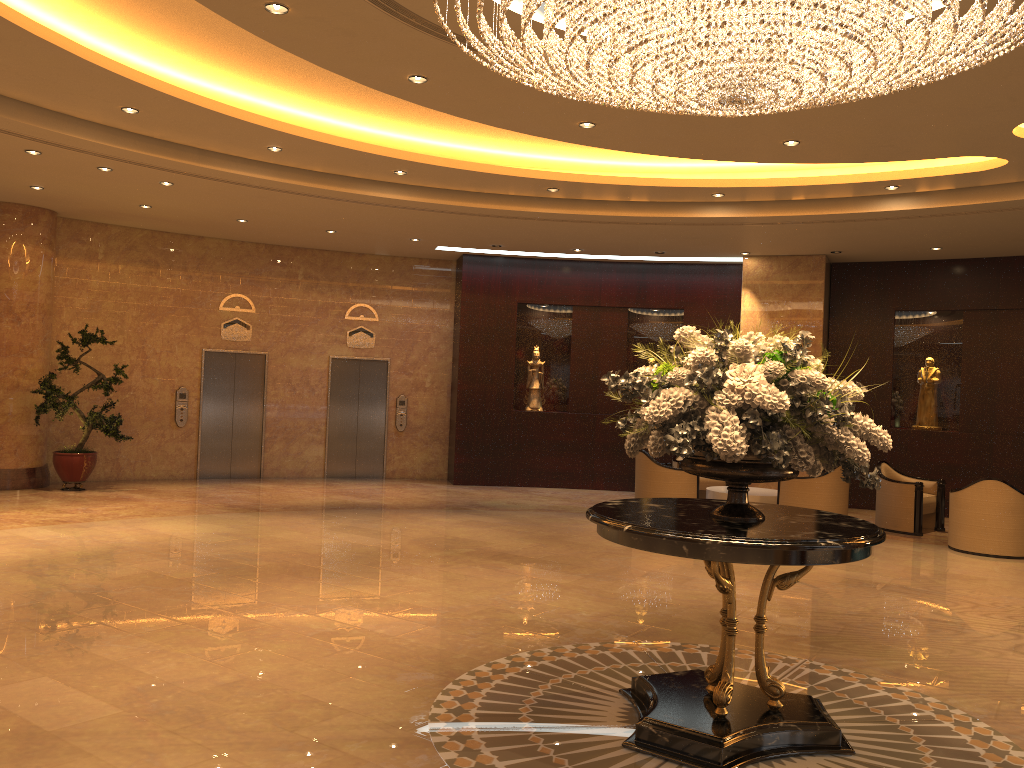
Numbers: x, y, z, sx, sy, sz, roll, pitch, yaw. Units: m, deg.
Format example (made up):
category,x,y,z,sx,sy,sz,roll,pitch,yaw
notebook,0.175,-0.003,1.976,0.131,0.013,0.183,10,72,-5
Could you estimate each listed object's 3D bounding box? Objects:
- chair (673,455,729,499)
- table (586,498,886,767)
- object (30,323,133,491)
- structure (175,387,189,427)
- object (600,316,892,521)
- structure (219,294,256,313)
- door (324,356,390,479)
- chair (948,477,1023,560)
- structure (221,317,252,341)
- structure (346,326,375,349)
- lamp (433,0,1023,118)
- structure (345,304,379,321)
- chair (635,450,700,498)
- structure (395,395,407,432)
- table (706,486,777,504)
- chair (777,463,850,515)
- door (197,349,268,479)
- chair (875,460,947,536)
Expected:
category,x,y,z,sx,sy,sz,roll,pitch,yaw
chair,2.992,1.443,14.090,0.951,0.916,0.769,2,0,-4
table,1.108,1.225,4.588,1.493,1.089,1.493,2,0,29
object,-6.090,0.330,12.540,1.250,2.363,0.843,3,0,-32
structure,-5.350,0.374,14.373,0.200,0.661,0.053,3,0,-33
object,1.149,0.183,4.557,1.318,0.999,1.277,3,0,-24
structure,-4.583,-1.361,14.824,0.600,0.293,0.010,3,0,-30
door,-2.745,0.598,15.714,1.070,2.149,0.150,2,0,-18
chair,5.670,1.537,10.464,0.951,0.916,0.769,2,0,31
structure,-4.603,-0.914,14.823,0.504,0.405,0.012,3,0,-30
structure,-2.667,-0.829,15.674,0.504,0.405,0.012,2,0,-18
lamp,1.199,-2.063,4.636,3.204,1.196,3.206,2,0,-17
structure,-2.649,-1.275,15.675,0.600,0.293,0.010,2,0,-18
chair,2.147,1.401,12.645,0.769,0.916,0.951,2,0,-19
structure,-1.977,0.523,15.868,0.200,0.661,0.053,2,0,-14
table,3.439,1.736,12.939,1.196,0.354,1.196,3,0,-28
chair,4.130,1.480,11.977,0.951,0.916,0.769,3,0,-39
door,-4.685,0.510,14.851,1.070,2.145,0.150,3,0,-29
chair,5.390,1.534,12.115,0.951,0.916,0.769,3,0,-44
